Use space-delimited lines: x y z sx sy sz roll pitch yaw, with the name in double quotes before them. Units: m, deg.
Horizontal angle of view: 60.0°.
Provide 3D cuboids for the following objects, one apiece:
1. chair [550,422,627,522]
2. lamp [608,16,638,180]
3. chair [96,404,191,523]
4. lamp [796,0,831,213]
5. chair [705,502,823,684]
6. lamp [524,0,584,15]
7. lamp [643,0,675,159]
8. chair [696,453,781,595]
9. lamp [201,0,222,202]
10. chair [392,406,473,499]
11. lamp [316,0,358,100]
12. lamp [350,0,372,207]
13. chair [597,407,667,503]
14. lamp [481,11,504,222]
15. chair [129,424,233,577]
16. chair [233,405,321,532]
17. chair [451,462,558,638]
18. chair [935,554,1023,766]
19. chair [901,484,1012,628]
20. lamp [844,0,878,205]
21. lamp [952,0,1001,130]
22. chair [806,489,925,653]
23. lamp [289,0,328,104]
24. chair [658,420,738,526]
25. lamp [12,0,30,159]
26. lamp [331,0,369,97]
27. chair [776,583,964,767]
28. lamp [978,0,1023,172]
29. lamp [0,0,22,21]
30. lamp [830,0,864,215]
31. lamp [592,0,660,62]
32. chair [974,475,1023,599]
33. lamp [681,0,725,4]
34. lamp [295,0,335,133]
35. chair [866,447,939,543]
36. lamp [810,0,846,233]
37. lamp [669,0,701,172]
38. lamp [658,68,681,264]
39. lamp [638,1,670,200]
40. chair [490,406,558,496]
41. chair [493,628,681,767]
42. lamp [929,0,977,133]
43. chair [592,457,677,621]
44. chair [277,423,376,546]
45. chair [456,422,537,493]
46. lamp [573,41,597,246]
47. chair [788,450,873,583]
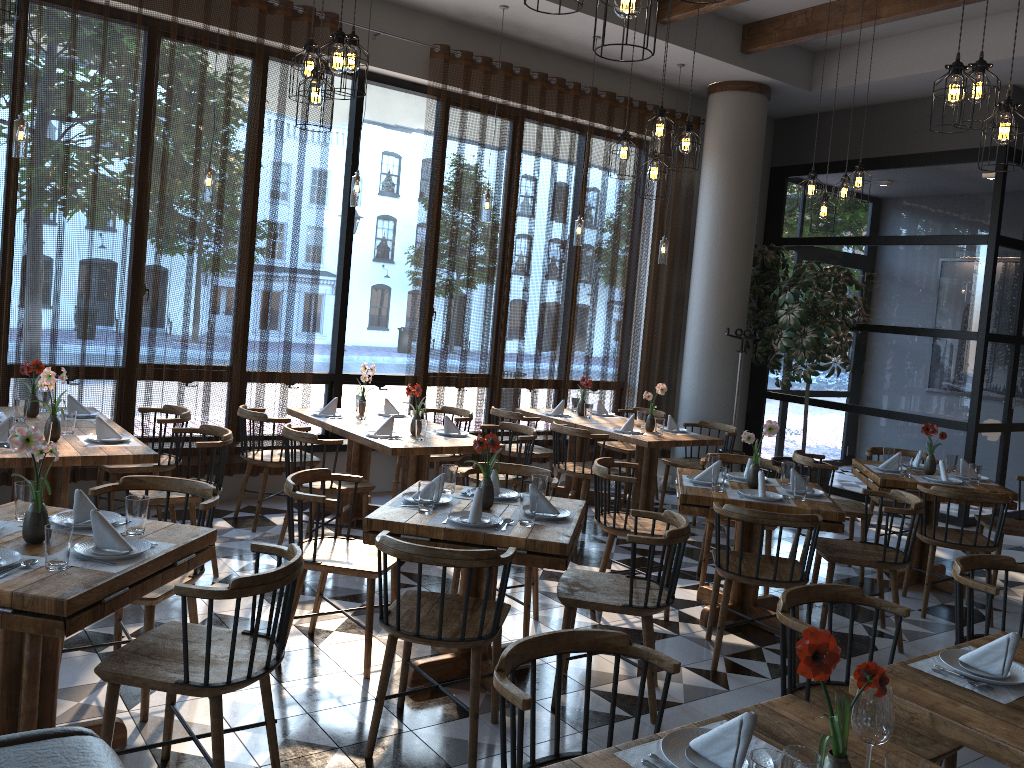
"chair" 0.555 0.725 6.861 0.549 0.815 0.521 3 4 -36
"lamp" 0.815 -2.395 5.816 0.175 2.067 0.175 6 3 15
"chair" -2.407 0.564 5.762 0.549 0.815 0.521 3 4 -36
"lamp" 2.339 -2.337 6.665 0.175 2.067 0.175 7 3 33
"chair" 1.240 0.995 4.458 0.520 0.815 0.550 5 3 9
"lamp" 0.214 -2.167 2.617 0.175 2.067 0.175 5 3 -9
"lamp" 0.994 -2.450 5.475 0.175 2.067 0.175 3 3 -41
"chair" 1.452 0.902 5.730 0.520 0.815 0.550 5 3 9
"lamp" -1.950 -2.193 5.871 0.078 1.960 0.078 5 3 4
"chair" -0.623 0.606 7.048 0.549 0.815 0.521 3 4 -36
"lamp" -0.738 -2.379 4.104 0.175 2.067 0.175 7 3 40
"lamp" -1.071 -2.285 6.493 0.078 1.960 0.078 4 3 -28
"chair" 1.125 0.648 8.307 0.549 0.815 0.521 3 4 -36
"lamp" -0.131 -2.297 7.167 0.078 1.960 0.078 7 4 44
"chair" -1.919 0.667 5.078 0.549 0.815 0.521 3 4 -36
"chair" -1.681 0.581 6.286 0.549 0.815 0.521 3 4 -36
"chair" -0.056 0.866 4.643 0.520 0.815 0.550 5 3 9
"chair" 1.997 1.147 3.472 0.519 0.815 0.551 3 4 -36
"chair" 2.773 1.031 5.563 0.520 0.815 0.550 5 3 9
"lamp" 2.720 -2.409 6.720 0.175 2.067 0.175 4 3 -23
"lamp" 2.215 -2.217 4.030 0.175 2.067 0.175 7 3 37
"chair" 1.980 1.012 4.990 0.550 0.815 0.520 5 3 9
"lamp" -0.957 -2.474 4.473 0.175 2.067 0.175 4 3 -28
"chair" 1.613 0.750 7.623 0.549 0.815 0.521 3 4 -36
"lamp" -2.840 -2.319 5.218 0.078 1.960 0.078 6 3 30
"lamp" -0.745 -2.513 4.477 0.175 2.067 0.175 4 3 -17
"chair" 1.104 1.126 2.828 0.519 0.815 0.551 3 4 -36
"lamp" 2.217 -1.966 3.810 0.175 2.067 0.175 7 3 37
"lamp" -1.918 -2.462 3.383 0.175 2.067 0.175 6 3 29
"lamp" 2.687 -2.373 6.928 0.175 2.067 0.175 3 3 -34
"lamp" 0.422 -2.016 2.605 0.175 2.067 0.175 6 3 25
"chair" 3.525 1.048 6.115 0.550 0.815 0.520 5 3 9
"lamp" 0.643 -2.166 2.537 0.175 2.067 0.175 6 3 14
"lamp" -0.881 -2.276 4.287 0.175 2.067 0.175 4 3 -17
"chair" 2.985 0.938 6.834 0.520 0.815 0.550 5 3 9
"lamp" 2.489 -2.206 6.823 0.175 2.067 0.175 4 3 -23
"lamp" 1.176 -2.385 5.570 0.175 2.067 0.175 7 3 38
"lamp" 1.510 -2.115 8.364 0.078 1.960 0.078 5 3 -4
"lamp" 0.997 -2.238 5.716 0.175 2.067 0.175 3 3 -41
"chair" 0.066 0.623 7.545 0.549 0.815 0.521 3 4 -36
"chair" 0.210 1.105 2.184 0.519 0.815 0.551 3 4 -36
"lamp" 2.045 -2.164 3.906 0.175 2.067 0.175 6 3 26
"chair" 0.713 0.884 5.197 0.550 0.815 0.520 5 3 9
"chair" -1.192 0.684 5.602 0.549 0.815 0.521 3 4 -36
"chair" -0.134 0.709 6.364 0.549 0.815 0.521 3 4 -36
"lamp" 0.663 -2.194 7.748 0.078 1.960 0.078 7 3 40
"chair" 2.245 0.921 6.302 0.550 0.815 0.520 5 3 9
